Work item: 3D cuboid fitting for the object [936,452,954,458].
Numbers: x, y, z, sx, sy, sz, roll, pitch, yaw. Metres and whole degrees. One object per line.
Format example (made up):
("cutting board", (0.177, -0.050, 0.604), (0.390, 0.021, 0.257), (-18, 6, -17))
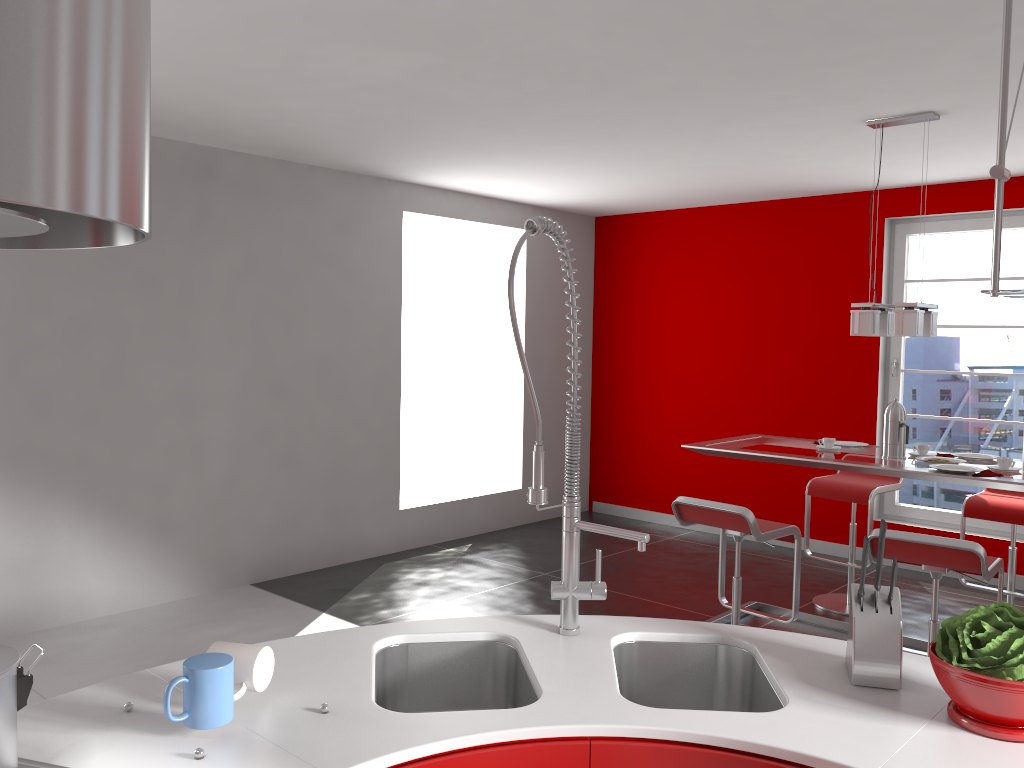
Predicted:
("object", (2.113, 0.344, 4.329), (0.095, 0.012, 0.234), (4, 4, 41))

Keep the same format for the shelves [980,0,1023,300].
("shelves", (1.211, -0.585, 1.164), (0.934, 1.023, 0.462), (4, 4, 42))

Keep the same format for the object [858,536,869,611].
("object", (0.693, 0.433, 1.759), (0.012, 0.279, 0.130), (2, 3, 13))

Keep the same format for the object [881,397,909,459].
("object", (1.829, 0.208, 4.202), (0.113, 0.287, 0.149), (-2, 4, -40))

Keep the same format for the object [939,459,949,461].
("object", (1.979, 0.350, 4.065), (0.034, 0.006, 0.036), (0, 3, -11))

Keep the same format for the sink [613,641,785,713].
("sink", (0.365, 0.683, 1.811), (0.326, 0.172, 0.428), (1, 3, 3))

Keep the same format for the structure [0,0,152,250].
("structure", (-0.695, -0.635, 0.848), (0.644, 0.958, 0.644), (1, 3, 9))

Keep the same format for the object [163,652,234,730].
("object", (-0.509, 0.510, 1.461), (0.080, 0.100, 0.109), (2, 3, 15))

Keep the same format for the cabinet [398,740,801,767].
("cabinet", (0.489, 1.029, 1.062), (1.875, 0.761, 1.025), (1, 3, -2))

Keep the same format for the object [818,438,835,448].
("object", (1.601, 0.300, 4.497), (0.062, 0.049, 0.078), (0, 3, -25))

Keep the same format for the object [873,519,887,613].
("object", (0.717, 0.419, 1.742), (0.014, 0.322, 0.150), (2, 3, 13))

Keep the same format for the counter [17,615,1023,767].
("counter", (0.317, 1.046, 1.276), (2.865, 0.880, 1.868), (0, 3, -14))

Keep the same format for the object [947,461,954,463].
("object", (1.993, 0.357, 4.038), (0.036, 0.006, 0.034), (3, 3, 26))

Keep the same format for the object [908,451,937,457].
("object", (1.984, 0.343, 4.285), (0.119, 0.016, 0.119), (4, 4, 40))

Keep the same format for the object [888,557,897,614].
("object", (0.745, 0.433, 1.745), (0.009, 0.197, 0.091), (2, 3, 13))

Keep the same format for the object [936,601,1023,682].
("object", (0.851, 0.486, 1.568), (0.193, 0.182, 0.198), (-2, 4, -42))

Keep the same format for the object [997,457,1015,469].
("object", (2.145, 0.346, 3.846), (0.078, 0.049, 0.062), (4, 4, 42))

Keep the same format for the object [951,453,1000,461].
("object", (2.213, 0.349, 4.234), (0.217, 0.015, 0.217), (2, 3, 18))

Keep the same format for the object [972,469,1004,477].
("object", (2.005, 0.376, 3.713), (0.095, 0.012, 0.234), (4, 4, 42))

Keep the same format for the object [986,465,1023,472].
("object", (2.138, 0.369, 3.852), (0.119, 0.016, 0.119), (-1, 4, -28))

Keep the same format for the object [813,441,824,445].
("object", (1.654, 0.313, 4.739), (0.095, 0.012, 0.234), (4, 4, 41))

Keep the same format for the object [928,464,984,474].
("object", (1.908, 0.367, 3.810), (0.217, 0.015, 0.217), (0, 3, -11))

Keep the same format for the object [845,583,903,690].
("object", (0.724, 0.493, 1.773), (0.091, 0.178, 0.137), (2, 3, 15))

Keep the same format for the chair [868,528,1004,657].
("chair", (1.603, 0.965, 3.383), (0.418, 0.857, 0.460), (3, 4, 38))

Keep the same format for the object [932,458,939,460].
("object", (1.961, 0.347, 4.101), (0.036, 0.006, 0.034), (-1, 4, -36))

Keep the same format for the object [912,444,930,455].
("object", (1.983, 0.318, 4.292), (0.062, 0.049, 0.078), (1, 3, -8))

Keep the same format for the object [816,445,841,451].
("object", (1.604, 0.325, 4.492), (0.119, 0.016, 0.119), (2, 3, 22))

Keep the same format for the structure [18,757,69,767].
("structure", (-0.689, 0.573, 1.188), (0.457, 0.037, 0.303), (2, 3, 17))

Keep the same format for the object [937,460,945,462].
("object", (1.951, 0.351, 4.033), (0.034, 0.006, 0.036), (3, 4, 31))

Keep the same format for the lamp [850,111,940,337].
("lamp", (1.828, -0.738, 4.199), (0.304, 1.025, 0.304), (4, 4, 42))

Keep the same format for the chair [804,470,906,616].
("chair", (2.007, 0.873, 5.192), (0.460, 0.857, 0.418), (-2, 4, -40))

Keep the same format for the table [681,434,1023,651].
("table", (1.760, 0.844, 4.323), (1.700, 1.000, 0.800), (4, 4, 42))

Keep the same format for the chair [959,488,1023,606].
("chair", (2.631, 0.914, 4.651), (0.418, 0.857, 0.460), (4, 4, 45))

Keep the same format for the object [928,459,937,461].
("object", (1.933, 0.349, 4.071), (0.034, 0.006, 0.036), (0, 3, -24))

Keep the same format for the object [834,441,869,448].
("object", (1.754, 0.318, 4.644), (0.217, 0.015, 0.217), (0, 3, -24))

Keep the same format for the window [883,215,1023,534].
("window", (2.999, -0.073, 5.916), (0.938, 2.038, 0.117), (4, 4, 42))

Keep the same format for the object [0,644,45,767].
("object", (-0.781, 0.459, 1.215), (0.189, 0.185, 0.218), (1, 3, 5))

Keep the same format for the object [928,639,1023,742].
("object", (0.858, 0.540, 1.564), (0.229, 0.118, 0.228), (2, 3, 14))

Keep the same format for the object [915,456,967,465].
("object", (1.965, 0.354, 4.066), (0.217, 0.015, 0.217), (0, 3, -10))

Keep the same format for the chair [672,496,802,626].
("chair", (0.990, 0.923, 3.949), (0.460, 0.857, 0.418), (-2, 4, -43))

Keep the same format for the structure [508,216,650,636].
("structure", (0.134, 0.106, 1.914), (0.308, 0.920, 0.178), (1, 3, -4))

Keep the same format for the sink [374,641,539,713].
("sink", (-0.121, 0.675, 1.789), (0.326, 0.172, 0.428), (1, 3, -9))

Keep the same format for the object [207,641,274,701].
("object", (-0.498, 0.512, 1.591), (0.100, 0.080, 0.109), (2, 3, 12))
